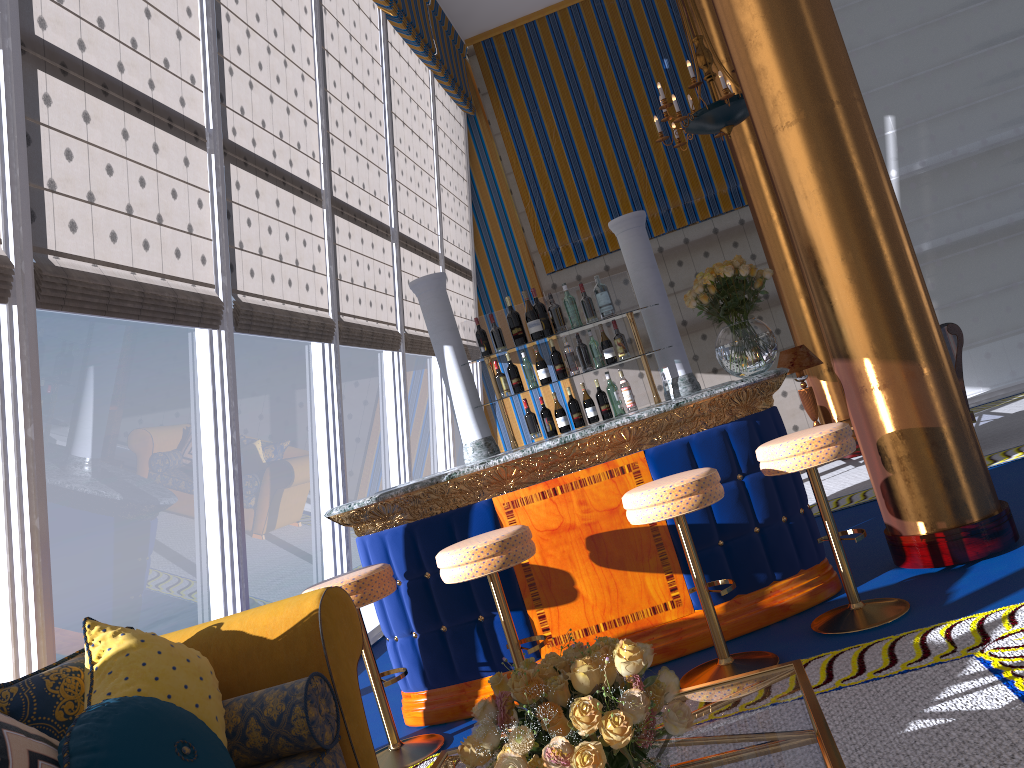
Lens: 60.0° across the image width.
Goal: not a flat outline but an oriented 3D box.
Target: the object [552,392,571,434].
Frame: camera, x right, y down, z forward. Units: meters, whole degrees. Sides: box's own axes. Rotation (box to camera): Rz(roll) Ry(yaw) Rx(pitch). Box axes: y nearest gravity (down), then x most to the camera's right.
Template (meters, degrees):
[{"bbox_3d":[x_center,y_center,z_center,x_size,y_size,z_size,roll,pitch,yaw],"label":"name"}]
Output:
[{"bbox_3d":[0.278,0.165,5.160,0.069,0.243,0.068,-17,-3,-9],"label":"object"}]

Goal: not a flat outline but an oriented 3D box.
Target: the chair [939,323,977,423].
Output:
[{"bbox_3d":[3.115,0.104,6.890,0.782,0.966,0.797,-18,-3,10],"label":"chair"}]

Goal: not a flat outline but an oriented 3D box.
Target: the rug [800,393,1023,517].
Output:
[{"bbox_3d":[2.425,0.903,7.799,6.239,0.011,3.606,-18,-4,10],"label":"rug"}]

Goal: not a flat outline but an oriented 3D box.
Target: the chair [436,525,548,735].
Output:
[{"bbox_3d":[-0.007,0.978,3.497,0.402,0.781,0.395,-15,-4,-42],"label":"chair"}]

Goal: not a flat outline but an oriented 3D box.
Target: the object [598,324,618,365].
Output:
[{"bbox_3d":[0.548,-0.232,5.160,0.069,0.243,0.068,-17,-3,-9],"label":"object"}]

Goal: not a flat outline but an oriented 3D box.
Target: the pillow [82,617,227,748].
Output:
[{"bbox_3d":[-0.973,0.889,2.454,0.327,0.583,0.581,-19,-3,30],"label":"pillow"}]

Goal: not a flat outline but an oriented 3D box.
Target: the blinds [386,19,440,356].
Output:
[{"bbox_3d":[-0.917,-2.024,8.558,0.872,3.391,1.370,-18,-3,10],"label":"blinds"}]

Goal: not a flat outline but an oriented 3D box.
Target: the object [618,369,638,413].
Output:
[{"bbox_3d":[0.669,0.037,5.185,0.061,0.257,0.061,-18,-3,11],"label":"object"}]

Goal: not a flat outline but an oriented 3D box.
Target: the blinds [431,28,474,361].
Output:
[{"bbox_3d":[-0.630,-2.020,10.020,0.872,3.391,1.370,-18,-3,10],"label":"blinds"}]

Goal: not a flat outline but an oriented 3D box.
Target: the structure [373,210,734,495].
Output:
[{"bbox_3d":[0.239,0.281,5.304,2.311,2.194,0.770,-18,-3,1],"label":"structure"}]

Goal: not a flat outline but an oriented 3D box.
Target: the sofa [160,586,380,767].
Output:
[{"bbox_3d":[-1.069,1.184,2.166,0.998,0.853,1.853,-18,-3,10],"label":"sofa"}]

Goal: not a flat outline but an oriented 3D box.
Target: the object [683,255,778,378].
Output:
[{"bbox_3d":[-0.006,-7.254,2.663,62.979,33.575,63.621,-18,-3,17],"label":"object"}]

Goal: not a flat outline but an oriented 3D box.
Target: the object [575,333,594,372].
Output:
[{"bbox_3d":[0.412,-0.184,5.161,0.072,0.232,0.071,-17,-3,-11],"label":"object"}]

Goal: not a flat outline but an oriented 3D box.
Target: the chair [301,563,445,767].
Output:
[{"bbox_3d":[-0.587,1.174,3.701,0.402,0.781,0.395,-15,-4,-42],"label":"chair"}]

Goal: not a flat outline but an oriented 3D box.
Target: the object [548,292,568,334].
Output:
[{"bbox_3d":[0.255,-0.413,5.170,0.077,0.247,0.076,-16,-3,-26],"label":"object"}]

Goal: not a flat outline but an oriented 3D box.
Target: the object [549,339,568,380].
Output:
[{"bbox_3d":[0.260,-0.145,5.153,0.065,0.243,0.065,-17,-3,-9],"label":"object"}]

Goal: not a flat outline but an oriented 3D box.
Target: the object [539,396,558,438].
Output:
[{"bbox_3d":[0.203,0.190,5.172,0.065,0.243,0.066,-18,-3,14],"label":"object"}]

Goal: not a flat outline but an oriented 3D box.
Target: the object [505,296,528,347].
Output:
[{"bbox_3d":[0.016,-0.366,5.186,0.081,0.302,0.082,-18,-3,16],"label":"object"}]

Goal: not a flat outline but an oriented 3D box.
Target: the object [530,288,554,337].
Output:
[{"bbox_3d":[0.166,-0.415,5.185,0.081,0.302,0.082,-19,-3,27],"label":"object"}]

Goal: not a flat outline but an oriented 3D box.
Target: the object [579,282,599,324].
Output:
[{"bbox_3d":[0.435,-0.473,5.170,0.073,0.246,0.072,-16,-3,-31],"label":"object"}]

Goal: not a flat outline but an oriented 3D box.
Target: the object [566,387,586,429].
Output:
[{"bbox_3d":[0.361,0.135,5.149,0.065,0.243,0.065,-17,-3,-9],"label":"object"}]

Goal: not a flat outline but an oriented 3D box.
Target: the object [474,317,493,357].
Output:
[{"bbox_3d":[-0.178,-0.275,5.235,0.065,0.243,0.066,-18,-3,14],"label":"object"}]

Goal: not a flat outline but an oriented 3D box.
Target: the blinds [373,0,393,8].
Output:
[{"bbox_3d":[-1.317,-3.609,6.902,0.337,0.829,1.530,-18,-3,11],"label":"blinds"}]

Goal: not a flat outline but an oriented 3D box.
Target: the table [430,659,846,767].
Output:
[{"bbox_3d":[0.234,1.010,1.847,0.972,0.368,0.910,-18,-3,10],"label":"table"}]

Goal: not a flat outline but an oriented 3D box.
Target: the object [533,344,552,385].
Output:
[{"bbox_3d":[0.168,-0.112,5.153,0.069,0.243,0.068,-17,-3,-9],"label":"object"}]

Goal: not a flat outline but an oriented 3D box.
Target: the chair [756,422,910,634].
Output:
[{"bbox_3d":[1.304,0.575,3.642,0.400,0.781,0.396,-16,-3,-19],"label":"chair"}]

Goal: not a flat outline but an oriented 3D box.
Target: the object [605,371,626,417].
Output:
[{"bbox_3d":[0.593,0.056,5.189,0.069,0.269,0.068,-16,-3,-29],"label":"object"}]

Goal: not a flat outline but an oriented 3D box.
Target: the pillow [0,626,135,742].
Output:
[{"bbox_3d":[-1.189,1.021,2.491,0.246,0.546,0.612,-18,-3,8],"label":"pillow"}]

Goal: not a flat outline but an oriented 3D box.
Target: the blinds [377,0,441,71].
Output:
[{"bbox_3d":[-1.018,-3.605,8.418,0.337,0.829,1.530,-18,-3,11],"label":"blinds"}]

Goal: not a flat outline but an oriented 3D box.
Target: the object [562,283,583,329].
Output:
[{"bbox_3d":[0.340,-0.456,5.148,0.069,0.271,0.069,-18,-3,21],"label":"object"}]

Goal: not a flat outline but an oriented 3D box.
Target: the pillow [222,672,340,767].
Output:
[{"bbox_3d":[-0.717,1.000,2.601,0.372,0.219,0.216,-18,-3,10],"label":"pillow"}]

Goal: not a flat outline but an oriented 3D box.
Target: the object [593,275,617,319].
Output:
[{"bbox_3d":[0.532,-0.511,5.193,0.092,0.259,0.091,-17,-3,-7],"label":"object"}]

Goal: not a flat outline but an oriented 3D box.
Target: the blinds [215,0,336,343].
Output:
[{"bbox_3d":[-1.501,-2.034,5.588,0.872,3.391,1.370,-18,-3,10],"label":"blinds"}]

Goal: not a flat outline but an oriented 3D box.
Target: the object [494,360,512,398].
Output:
[{"bbox_3d":[-0.065,-0.031,5.152,0.066,0.224,0.066,-16,-3,-21],"label":"object"}]

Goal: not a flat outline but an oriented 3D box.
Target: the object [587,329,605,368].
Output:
[{"bbox_3d":[0.483,-0.206,5.170,0.059,0.229,0.058,-16,-3,-31],"label":"object"}]

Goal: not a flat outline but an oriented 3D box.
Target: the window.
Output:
[{"bbox_3d":[-1.949,-1.083,3.361,1.614,5.851,15.523,-18,-3,11],"label":"window"}]

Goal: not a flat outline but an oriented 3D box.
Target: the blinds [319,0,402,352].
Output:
[{"bbox_3d":[-1.216,-2.029,7.038,0.872,3.391,1.370,-18,-3,10],"label":"blinds"}]

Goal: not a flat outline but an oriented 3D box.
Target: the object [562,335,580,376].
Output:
[{"bbox_3d":[0.335,-0.166,5.143,0.057,0.238,0.056,-17,-3,-15],"label":"object"}]

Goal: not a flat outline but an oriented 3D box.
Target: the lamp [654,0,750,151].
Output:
[{"bbox_3d":[1.391,-3.121,7.169,1.063,2.420,1.056,-17,-3,-13],"label":"lamp"}]

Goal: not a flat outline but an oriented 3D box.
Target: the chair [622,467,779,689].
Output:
[{"bbox_3d":[0.725,0.746,3.463,0.401,0.781,0.395,-16,-3,-31],"label":"chair"}]

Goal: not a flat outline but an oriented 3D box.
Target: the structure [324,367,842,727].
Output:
[{"bbox_3d":[0.363,0.763,4.192,2.312,1.064,0.770,-17,-3,-1],"label":"structure"}]

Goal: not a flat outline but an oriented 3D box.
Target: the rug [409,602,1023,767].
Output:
[{"bbox_3d":[-0.271,1.269,0.383,3.582,0.010,6.279,-18,-4,10],"label":"rug"}]

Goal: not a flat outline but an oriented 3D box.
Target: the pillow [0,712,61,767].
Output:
[{"bbox_3d":[-1.078,0.892,1.920,0.280,0.618,0.693,-18,-3,8],"label":"pillow"}]

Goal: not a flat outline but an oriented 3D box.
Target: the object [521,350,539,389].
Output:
[{"bbox_3d":[0.095,-0.085,5.164,0.059,0.229,0.058,-16,-3,-31],"label":"object"}]

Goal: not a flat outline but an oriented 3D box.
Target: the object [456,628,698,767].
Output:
[{"bbox_3d":[0.120,0.689,1.761,0.456,0.388,0.503,-17,-3,-9],"label":"object"}]

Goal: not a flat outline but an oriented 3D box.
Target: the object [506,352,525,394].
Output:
[{"bbox_3d":[0.008,-0.065,5.165,0.065,0.243,0.065,-17,-3,-9],"label":"object"}]

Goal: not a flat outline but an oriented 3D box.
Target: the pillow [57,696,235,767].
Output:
[{"bbox_3d":[-0.848,0.928,2.103,0.318,0.404,0.477,-19,-3,23],"label":"pillow"}]

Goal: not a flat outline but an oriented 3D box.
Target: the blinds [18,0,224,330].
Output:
[{"bbox_3d":[-1.798,-2.039,4.081,0.872,3.391,1.370,-18,-3,10],"label":"blinds"}]

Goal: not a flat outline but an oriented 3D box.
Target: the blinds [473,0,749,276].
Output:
[{"bbox_3d":[1.206,-3.106,10.335,2.653,2.988,0.152,-18,-3,10],"label":"blinds"}]

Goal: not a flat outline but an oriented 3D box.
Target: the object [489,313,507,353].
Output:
[{"bbox_3d":[-0.092,-0.301,5.264,0.073,0.246,0.072,-16,-3,-31],"label":"object"}]

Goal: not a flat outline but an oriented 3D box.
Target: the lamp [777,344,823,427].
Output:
[{"bbox_3d":[2.662,0.046,8.053,0.447,0.783,0.446,-17,-3,-5],"label":"lamp"}]

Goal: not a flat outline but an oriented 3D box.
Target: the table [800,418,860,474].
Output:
[{"bbox_3d":[3.001,0.528,7.812,0.972,0.368,0.910,-18,-3,10],"label":"table"}]

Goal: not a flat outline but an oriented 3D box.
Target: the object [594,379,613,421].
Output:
[{"bbox_3d":[0.525,0.088,5.169,0.065,0.243,0.065,-17,-3,-9],"label":"object"}]

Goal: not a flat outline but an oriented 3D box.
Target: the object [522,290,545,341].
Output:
[{"bbox_3d":[0.115,-0.398,5.168,0.085,0.302,0.085,-18,-3,4],"label":"object"}]

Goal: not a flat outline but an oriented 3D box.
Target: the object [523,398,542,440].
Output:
[{"bbox_3d":[0.108,0.201,5.153,0.071,0.242,0.071,-17,-3,-8],"label":"object"}]

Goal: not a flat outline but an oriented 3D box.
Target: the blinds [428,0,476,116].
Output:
[{"bbox_3d":[-0.719,-3.600,9.938,0.337,0.829,1.530,-18,-3,11],"label":"blinds"}]

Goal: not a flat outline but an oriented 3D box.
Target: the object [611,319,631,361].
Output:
[{"bbox_3d":[0.625,-0.257,5.149,0.071,0.244,0.072,-19,-3,31],"label":"object"}]

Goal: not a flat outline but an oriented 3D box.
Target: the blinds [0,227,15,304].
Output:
[{"bbox_3d":[-2.088,-2.043,2.605,0.872,3.391,1.370,-18,-3,10],"label":"blinds"}]

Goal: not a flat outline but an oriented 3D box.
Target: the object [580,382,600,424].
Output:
[{"bbox_3d":[0.443,0.110,5.162,0.069,0.243,0.068,-17,-3,-9],"label":"object"}]
